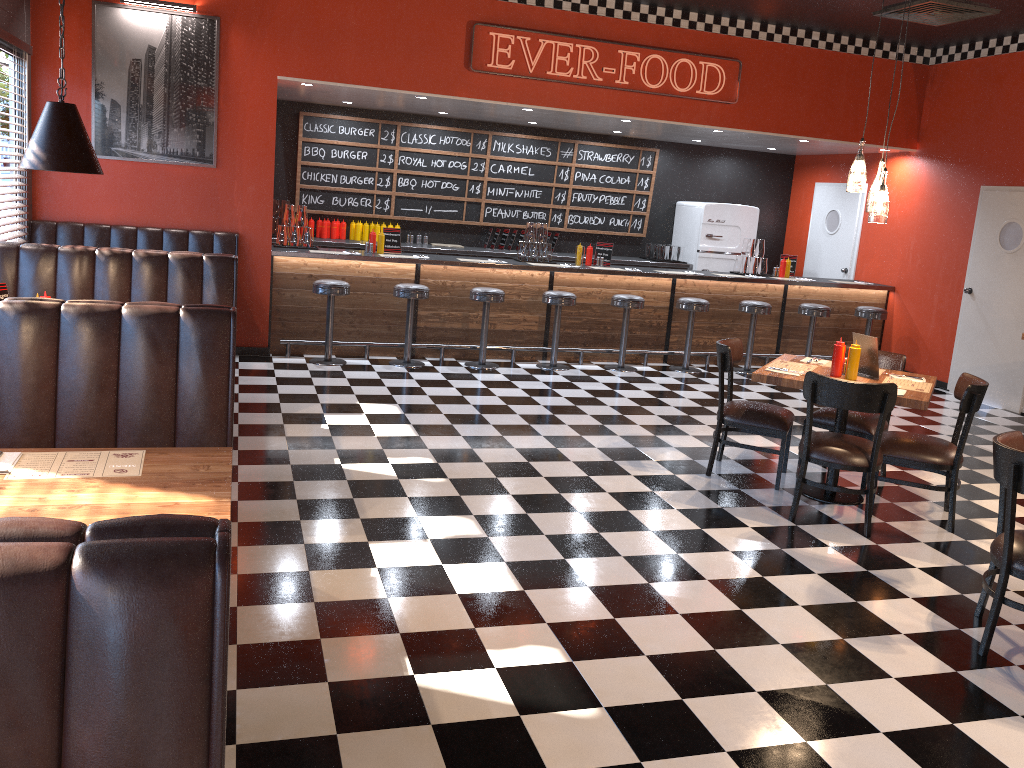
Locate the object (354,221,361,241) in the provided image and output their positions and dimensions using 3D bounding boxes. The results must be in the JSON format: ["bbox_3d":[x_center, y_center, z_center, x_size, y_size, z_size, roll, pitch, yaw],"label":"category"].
[{"bbox_3d":[-1.840,-1.829,10.565,0.068,0.236,0.068,-4,13,-40],"label":"object"}]

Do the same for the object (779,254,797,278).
[{"bbox_3d":[3.263,-1.397,10.484,0.188,0.255,0.073,8,10,17],"label":"object"}]

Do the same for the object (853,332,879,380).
[{"bbox_3d":[2.168,-0.174,5.428,0.072,0.255,0.190,0,12,-27],"label":"object"}]

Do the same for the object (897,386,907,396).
[{"bbox_3d":[2.156,0.031,5.039,0.158,0.019,0.256,11,14,27],"label":"object"}]

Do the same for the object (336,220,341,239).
[{"bbox_3d":[-2.091,-1.859,10.610,0.068,0.236,0.068,2,10,-16],"label":"object"}]

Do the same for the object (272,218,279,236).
[{"bbox_3d":[-2.699,-1.782,10.078,0.105,0.207,0.106,-2,12,-32],"label":"object"}]

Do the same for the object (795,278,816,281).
[{"bbox_3d":[3.385,-1.215,10.251,0.157,0.019,0.257,0,13,-22],"label":"object"}]

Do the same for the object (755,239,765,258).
[{"bbox_3d":[2.872,-1.568,10.247,0.106,0.207,0.106,10,11,27],"label":"object"}]

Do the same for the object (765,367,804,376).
[{"bbox_3d":[1.671,-0.078,5.359,0.256,0.019,0.158,12,14,31],"label":"object"}]

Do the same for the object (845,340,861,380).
[{"bbox_3d":[2.042,-0.146,5.296,0.068,0.236,0.068,4,10,-3],"label":"object"}]

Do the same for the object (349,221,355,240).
[{"bbox_3d":[-1.910,-1.847,10.624,0.068,0.236,0.068,-4,13,-40],"label":"object"}]

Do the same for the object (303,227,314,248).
[{"bbox_3d":[-2.012,-1.441,8.754,0.105,0.207,0.106,-2,12,-32],"label":"object"}]

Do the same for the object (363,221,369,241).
[{"bbox_3d":[-1.757,-1.840,10.651,0.068,0.236,0.068,1,10,-19],"label":"object"}]

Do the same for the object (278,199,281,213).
[{"bbox_3d":[-2.717,-2.026,10.218,0.105,0.207,0.106,-2,12,-32],"label":"object"}]

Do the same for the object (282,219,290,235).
[{"bbox_3d":[-2.591,-1.783,10.123,0.105,0.207,0.106,-2,12,-32],"label":"object"}]

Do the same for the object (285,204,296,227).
[{"bbox_3d":[-2.173,-1.652,8.682,0.105,0.207,0.106,-2,12,-32],"label":"object"}]

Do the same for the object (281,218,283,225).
[{"bbox_3d":[-2.626,-1.810,10.235,0.105,0.207,0.106,-2,12,-32],"label":"object"}]

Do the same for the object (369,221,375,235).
[{"bbox_3d":[-1.694,-1.850,10.719,0.068,0.236,0.068,-4,13,-40],"label":"object"}]

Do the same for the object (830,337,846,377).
[{"bbox_3d":[1.975,-0.166,5.360,0.068,0.236,0.068,9,11,25],"label":"object"}]

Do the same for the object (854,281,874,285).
[{"bbox_3d":[4.159,-1.202,10.493,0.157,0.019,0.257,3,12,-7],"label":"object"}]

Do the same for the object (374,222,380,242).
[{"bbox_3d":[-1.626,-1.835,10.676,0.068,0.236,0.068,-4,13,-40],"label":"object"}]

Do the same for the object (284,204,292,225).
[{"bbox_3d":[-2.203,-1.672,8.766,0.105,0.207,0.106,-2,12,-32],"label":"object"}]

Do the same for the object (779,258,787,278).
[{"bbox_3d":[3.147,-1.355,10.290,0.068,0.236,0.068,7,10,13],"label":"object"}]

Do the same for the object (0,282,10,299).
[{"bbox_3d":[-2.638,-0.384,4.543,0.072,0.255,0.189,7,11,12],"label":"object"}]

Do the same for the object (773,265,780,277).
[{"bbox_3d":[3.100,-1.326,10.384,0.093,0.135,0.047,0,11,-22],"label":"object"}]

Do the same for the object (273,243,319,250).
[{"bbox_3d":[-2.141,-1.364,8.802,0.437,0.018,0.275,1,13,-17],"label":"object"}]

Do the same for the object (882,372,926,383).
[{"bbox_3d":[2.435,-0.047,5.506,0.255,0.019,0.158,10,13,21],"label":"object"}]

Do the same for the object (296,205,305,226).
[{"bbox_3d":[-2.095,-1.672,8.810,0.105,0.207,0.106,-2,12,-32],"label":"object"}]

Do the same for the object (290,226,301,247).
[{"bbox_3d":[-2.131,-1.445,8.724,0.105,0.207,0.106,-2,12,-32],"label":"object"}]

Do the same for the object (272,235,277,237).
[{"bbox_3d":[-2.673,-1.711,10.215,0.272,0.018,0.440,1,13,-17],"label":"object"}]

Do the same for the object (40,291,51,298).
[{"bbox_3d":[-2.410,-0.362,4.576,0.068,0.236,0.068,-1,11,-30],"label":"object"}]

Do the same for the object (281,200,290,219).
[{"bbox_3d":[-2.589,-1.999,10.143,0.105,0.207,0.106,-2,12,-32],"label":"object"}]

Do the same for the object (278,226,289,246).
[{"bbox_3d":[-2.239,-1.449,8.701,0.105,0.207,0.106,-2,12,-32],"label":"object"}]

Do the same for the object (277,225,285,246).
[{"bbox_3d":[-2.283,-1.474,8.802,0.105,0.207,0.106,-2,12,-32],"label":"object"}]

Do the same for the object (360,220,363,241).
[{"bbox_3d":[-1.831,-1.849,10.665,0.068,0.236,0.068,2,10,-15],"label":"object"}]

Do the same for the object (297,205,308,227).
[{"bbox_3d":[-2.057,-1.647,8.706,0.105,0.207,0.106,-2,12,-32],"label":"object"}]

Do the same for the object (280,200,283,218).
[{"bbox_3d":[-2.632,-2.026,10.250,0.105,0.207,0.106,-2,12,-32],"label":"object"}]

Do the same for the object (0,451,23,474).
[{"bbox_3d":[-1.565,0.237,2.634,0.157,0.019,0.257,1,13,-18],"label":"object"}]

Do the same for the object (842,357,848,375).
[{"bbox_3d":[2.054,-0.119,5.419,0.047,0.135,0.094,0,12,-27],"label":"object"}]

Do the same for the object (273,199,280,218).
[{"bbox_3d":[-2.695,-2.000,10.104,0.105,0.207,0.106,-2,12,-32],"label":"object"}]

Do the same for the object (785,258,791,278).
[{"bbox_3d":[3.218,-1.362,10.351,0.068,0.236,0.068,13,13,41],"label":"object"}]

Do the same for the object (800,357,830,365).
[{"bbox_3d":[1.990,-0.153,5.833,0.158,0.019,0.256,12,14,29],"label":"object"}]

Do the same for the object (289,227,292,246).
[{"bbox_3d":[-2.170,-1.469,8.825,0.105,0.207,0.106,-2,12,-32],"label":"object"}]

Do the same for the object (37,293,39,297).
[{"bbox_3d":[-2.400,-0.342,4.484,0.068,0.236,0.068,-1,11,-30],"label":"object"}]

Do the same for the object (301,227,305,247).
[{"bbox_3d":[-2.057,-1.468,8.861,0.105,0.207,0.106,-2,12,-32],"label":"object"}]
